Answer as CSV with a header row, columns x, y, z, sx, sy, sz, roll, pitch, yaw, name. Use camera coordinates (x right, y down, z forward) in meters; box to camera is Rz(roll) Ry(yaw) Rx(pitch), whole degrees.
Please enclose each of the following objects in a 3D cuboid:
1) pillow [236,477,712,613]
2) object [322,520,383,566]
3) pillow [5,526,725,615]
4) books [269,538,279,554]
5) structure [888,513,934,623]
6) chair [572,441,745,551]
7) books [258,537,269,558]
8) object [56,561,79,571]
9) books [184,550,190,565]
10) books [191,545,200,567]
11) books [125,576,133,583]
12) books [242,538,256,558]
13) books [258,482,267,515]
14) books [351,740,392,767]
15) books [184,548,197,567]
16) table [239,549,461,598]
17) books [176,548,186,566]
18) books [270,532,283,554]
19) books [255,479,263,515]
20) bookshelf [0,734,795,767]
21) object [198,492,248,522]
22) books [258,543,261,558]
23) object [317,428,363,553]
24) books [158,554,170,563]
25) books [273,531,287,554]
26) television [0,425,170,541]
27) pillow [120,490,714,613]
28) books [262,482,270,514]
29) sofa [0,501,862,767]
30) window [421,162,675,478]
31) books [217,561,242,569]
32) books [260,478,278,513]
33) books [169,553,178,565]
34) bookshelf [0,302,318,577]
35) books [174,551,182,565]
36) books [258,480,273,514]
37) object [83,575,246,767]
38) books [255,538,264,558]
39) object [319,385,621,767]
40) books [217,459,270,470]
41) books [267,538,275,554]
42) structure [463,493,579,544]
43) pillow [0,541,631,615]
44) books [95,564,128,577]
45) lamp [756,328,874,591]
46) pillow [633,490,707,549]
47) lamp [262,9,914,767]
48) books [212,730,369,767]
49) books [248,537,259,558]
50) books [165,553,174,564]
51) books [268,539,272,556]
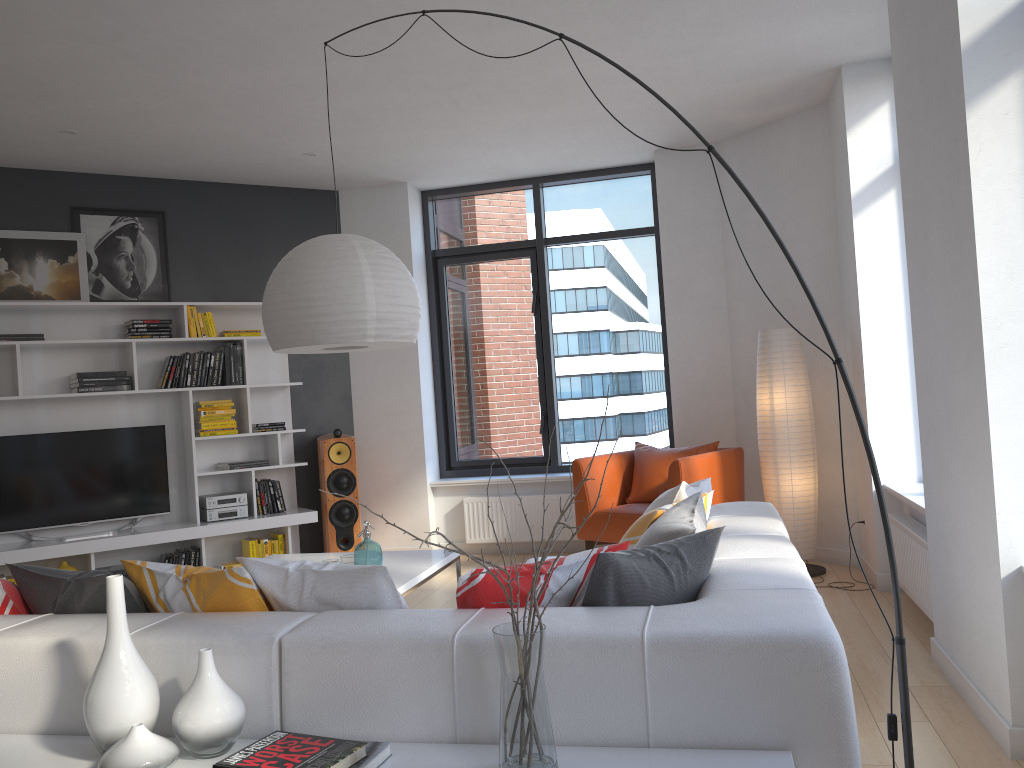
x,y,z,sx,sy,sz,roll,pitch,yaw,name
0.103,0.637,3.165,0.580,0.456,2.156,-5,-1,39,pillow
-0.746,0.768,4.111,0.330,0.265,0.330,-5,-1,37,object
-0.459,0.667,2.487,2.120,0.436,0.608,-4,-1,9,pillow
-1.747,1.254,6.504,0.024,0.234,0.172,-3,-1,-32,books
2.009,0.934,4.336,0.110,0.460,1.015,-4,-1,13,structure
1.012,0.824,5.891,0.896,0.858,0.843,-5,-1,45,chair
-1.814,1.249,6.460,0.035,0.250,0.185,-3,-1,-32,books
-2.900,1.280,5.756,0.185,0.257,0.185,-4,-1,35,object
-2.286,1.283,6.160,0.068,0.243,0.179,-3,-1,-34,books
-2.229,1.270,6.203,0.066,0.260,0.197,-3,-1,-32,books
-2.618,1.353,5.985,0.343,0.137,0.277,-3,-1,-37,books
-1.897,1.252,6.410,0.044,0.255,0.198,-3,-1,-32,books
-1.866,0.842,6.543,0.053,0.240,0.189,-3,-1,-32,books
-0.432,0.777,1.792,0.300,0.026,0.245,-4,-1,18,books
-2.257,1.277,6.184,0.084,0.249,0.191,-3,-1,-32,books
-0.916,1.133,4.308,1.091,0.435,1.091,-4,-1,13,table
-2.312,1.278,6.151,0.075,0.254,0.192,-3,-1,-33,books
-1.727,1.235,6.525,0.029,0.270,0.204,-3,-1,-32,books
-1.896,0.828,6.529,0.053,0.268,0.202,-3,-1,-33,books
-0.737,1.063,1.859,2.600,0.500,0.356,-4,-1,13,bookshelf
-2.085,0.884,6.398,0.285,0.174,0.270,-3,-1,-32,object
-1.845,1.264,6.420,0.024,0.229,0.156,-3,-1,-32,books
-1.327,0.883,6.825,0.290,1.088,0.434,-4,-1,-17,object
-2.413,1.294,6.082,0.104,0.234,0.182,-3,-1,-32,books
-1.709,1.234,6.546,0.025,0.270,0.213,-3,-1,-32,books
-2.899,0.667,5.971,1.102,0.704,0.207,-3,-1,-32,television
-0.144,0.668,2.965,2.095,0.440,0.630,-3,-1,-30,pillow
-1.842,0.841,6.550,0.049,0.236,0.170,-3,-1,-32,books
-0.667,0.964,3.366,3.424,0.732,2.614,-4,-1,13,sofa
0.289,-0.480,7.245,1.960,2.402,0.170,-4,-1,13,window
-2.000,1.298,6.348,0.186,0.026,0.138,-3,-1,-32,books
-1.802,0.830,6.580,0.066,0.255,0.193,-3,-1,-33,books
-2.353,1.291,6.109,0.081,0.233,0.169,-3,-1,-33,books
-2.846,0.488,5.885,3.000,2.052,0.455,-3,-1,-32,bookshelf
-2.317,1.285,6.117,0.069,0.242,0.172,-3,-1,-31,books
-1.820,0.836,6.555,0.050,0.242,0.169,-3,-1,-33,books
-0.786,0.617,1.931,0.316,0.398,0.319,-5,-1,37,object
-1.837,1.251,6.447,0.019,0.251,0.180,-3,-1,-32,books
0.019,0.385,1.666,0.607,0.744,0.406,-3,-1,-37,object
-1.975,0.590,6.517,0.310,0.047,0.250,-3,-1,-37,books
-1.767,1.255,6.487,0.024,0.234,0.172,-3,-1,-32,books
0.352,1.085,6.893,1.474,0.460,0.110,-4,-1,13,structure
-0.777,0.715,2.551,2.250,0.449,0.575,-4,-1,10,pillow
-2.641,1.263,6.002,0.310,0.047,0.250,-3,-1,-37,books
1.794,0.419,5.426,0.502,1.550,0.804,-3,-1,-27,lamp
-0.799,0.692,2.896,2.953,0.453,0.647,-4,-1,1,pillow
0.265,-0.072,2.457,0.710,2.647,3.199,-3,-1,-41,lamp
-0.440,0.751,1.769,0.238,0.027,0.188,-4,-1,26,books
-1.872,1.248,6.429,0.015,0.263,0.199,-3,-1,-32,books
-2.387,1.293,6.104,0.096,0.234,0.187,-3,-1,-32,books
-1.789,1.254,6.477,0.023,0.239,0.169,-3,-1,-32,books
